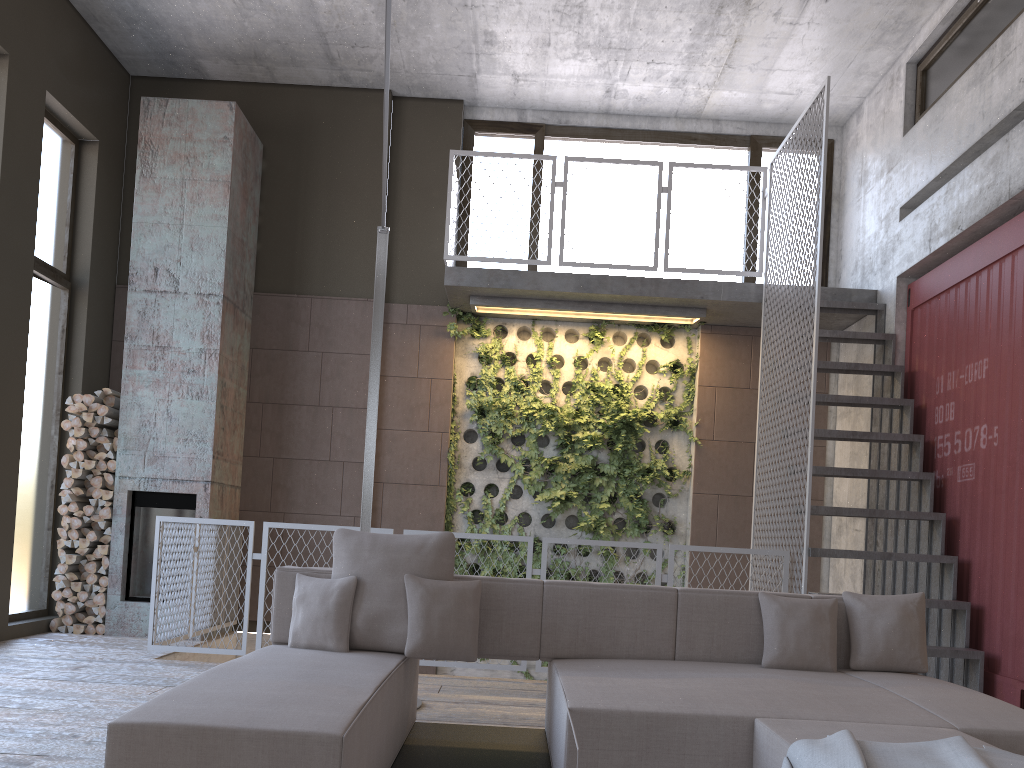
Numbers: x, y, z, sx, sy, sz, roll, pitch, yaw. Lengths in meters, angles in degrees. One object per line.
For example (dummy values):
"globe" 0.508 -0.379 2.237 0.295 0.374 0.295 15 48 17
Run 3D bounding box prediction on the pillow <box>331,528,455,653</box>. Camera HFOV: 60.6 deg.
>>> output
"pillow" -0.550 0.925 3.935 0.563 0.553 0.223 3 -3 2

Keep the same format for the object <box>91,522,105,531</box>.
"object" -3.519 1.237 7.585 0.104 0.101 0.296 3 -9 0

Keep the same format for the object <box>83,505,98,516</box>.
"object" -3.523 1.091 7.504 0.091 0.088 0.462 3 -10 -1

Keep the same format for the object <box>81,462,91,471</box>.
"object" -3.530 0.715 7.512 0.115 0.078 0.441 3 -10 0

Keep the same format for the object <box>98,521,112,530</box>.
"object" -3.429 1.220 7.515 0.067 0.084 0.431 3 -10 -2

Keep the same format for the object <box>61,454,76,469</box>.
"object" -3.734 0.676 7.497 0.064 0.123 0.369 3 -9 -1

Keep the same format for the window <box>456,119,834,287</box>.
"window" 1.271 -1.570 8.462 3.565 1.737 0.110 3 -2 0

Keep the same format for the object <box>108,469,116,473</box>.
"object" -3.344 0.717 7.509 0.101 0.101 0.297 3 -9 2

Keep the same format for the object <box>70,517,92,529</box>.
"object" -3.631 1.181 7.451 0.098 0.105 0.298 3 -9 1

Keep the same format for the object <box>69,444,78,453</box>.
"object" -3.673 0.557 7.429 0.045 0.072 0.255 3 -9 0

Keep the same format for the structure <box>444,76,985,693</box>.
"structure" 1.194 0.195 7.017 3.683 4.276 3.068 3 -4 0

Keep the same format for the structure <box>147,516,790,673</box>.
"structure" -0.301 1.677 7.060 4.427 0.925 1.954 3 -9 0

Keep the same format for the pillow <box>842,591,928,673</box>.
"pillow" 1.691 1.115 3.964 0.362 0.363 0.189 3 -3 5

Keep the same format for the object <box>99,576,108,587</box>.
"object" -3.397 1.685 7.519 0.091 0.091 0.443 3 -10 0

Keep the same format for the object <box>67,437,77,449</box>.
"object" -3.688 0.522 7.514 0.101 0.101 0.297 3 -9 2

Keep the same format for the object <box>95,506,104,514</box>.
"object" -3.453 1.090 7.534 0.067 0.070 0.429 3 -10 0

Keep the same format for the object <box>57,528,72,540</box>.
"object" -3.750 1.285 7.480 0.088 0.107 0.370 3 -9 0

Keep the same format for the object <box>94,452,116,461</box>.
"object" -3.443 0.649 7.556 0.115 0.078 0.441 3 -10 0

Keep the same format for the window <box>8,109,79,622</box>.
"window" -3.861 -0.882 3.030 0.209 4.113 9.337 3 -9 -1

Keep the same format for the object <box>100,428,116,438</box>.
"object" -3.416 0.438 7.552 0.067 0.070 0.429 3 -10 0

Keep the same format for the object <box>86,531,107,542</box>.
"object" -3.482 1.301 7.495 0.091 0.088 0.462 3 -10 1

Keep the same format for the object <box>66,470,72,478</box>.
"object" -3.677 0.786 7.488 0.067 0.066 0.429 3 -10 0

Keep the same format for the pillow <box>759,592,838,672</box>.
"pillow" 1.297 1.126 3.944 0.370 0.356 0.188 3 -3 0

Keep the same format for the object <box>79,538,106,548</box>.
"object" -3.550 1.365 7.513 0.093 0.082 0.486 3 -10 0

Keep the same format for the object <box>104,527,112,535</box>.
"object" -3.375 1.254 7.514 0.067 0.084 0.431 3 -10 -2

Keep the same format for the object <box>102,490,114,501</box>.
"object" -3.363 0.965 7.523 0.093 0.082 0.486 3 -10 0

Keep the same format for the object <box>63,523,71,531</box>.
"object" -3.709 1.209 7.411 0.045 0.072 0.255 3 -9 0

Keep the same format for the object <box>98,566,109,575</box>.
"object" -3.419 1.587 7.512 0.071 0.072 0.429 3 -10 0

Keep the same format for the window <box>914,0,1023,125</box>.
"window" 3.239 -3.029 2.852 0.113 0.599 8.562 3 -10 1

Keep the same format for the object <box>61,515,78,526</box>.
"object" -3.725 1.174 7.496 0.101 0.101 0.297 3 -9 2

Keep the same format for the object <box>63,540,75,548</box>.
"object" -3.707 1.365 7.515 0.067 0.066 0.429 3 -10 0

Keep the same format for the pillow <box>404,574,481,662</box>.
"pillow" -0.297 1.023 3.827 0.379 0.369 0.170 6 -4 -26

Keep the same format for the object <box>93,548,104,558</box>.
"object" -3.450 1.448 7.529 0.091 0.088 0.462 3 -10 0

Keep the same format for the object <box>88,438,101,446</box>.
"object" -3.527 0.507 7.527 0.064 0.073 0.364 3 -10 -1

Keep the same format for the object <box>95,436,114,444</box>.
"object" -3.424 0.499 7.523 0.122 0.067 0.369 3 -10 2

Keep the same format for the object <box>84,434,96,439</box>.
"object" -3.585 0.460 7.502 0.089 0.056 0.337 3 -10 0

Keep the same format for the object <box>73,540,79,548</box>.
"object" -3.627 1.372 7.514 0.067 0.066 0.429 3 -10 0

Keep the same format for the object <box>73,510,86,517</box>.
"object" -3.621 1.112 7.484 0.089 0.056 0.337 3 -10 0

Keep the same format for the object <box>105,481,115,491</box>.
"object" -3.394 0.885 7.560 0.101 0.085 0.368 3 -10 0

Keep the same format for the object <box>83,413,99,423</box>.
"object" -3.521 0.320 7.512 0.094 0.082 0.486 3 -10 0

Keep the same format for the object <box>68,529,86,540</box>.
"object" -3.659 1.292 7.523 0.092 0.092 0.443 3 -10 0

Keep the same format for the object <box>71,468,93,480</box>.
"object" -3.601 0.780 7.486 0.093 0.082 0.486 3 -10 0

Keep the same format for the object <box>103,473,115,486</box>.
"object" -3.369 0.827 7.493 0.088 0.107 0.370 3 -9 0

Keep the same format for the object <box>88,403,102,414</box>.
"object" -3.479 0.230 7.480 0.104 0.083 0.368 3 -10 0

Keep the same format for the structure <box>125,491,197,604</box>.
"structure" -2.934 1.379 7.394 0.576 0.920 0.057 3 -2 0

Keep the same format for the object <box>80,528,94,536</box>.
"object" -3.581 1.285 7.550 0.101 0.085 0.368 3 -10 0

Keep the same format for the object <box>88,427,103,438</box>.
"object" -3.487 0.439 7.522 0.091 0.088 0.462 3 -10 -1

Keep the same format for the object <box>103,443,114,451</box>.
"object" -3.392 0.568 7.533 0.067 0.084 0.431 3 -10 -2

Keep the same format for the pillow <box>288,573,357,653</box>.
"pillow" -0.850 1.030 3.900 0.369 0.373 0.152 -1 -4 33

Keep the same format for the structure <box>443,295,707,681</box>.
"structure" 0.574 0.928 8.121 2.627 3.788 1.012 3 -2 0
